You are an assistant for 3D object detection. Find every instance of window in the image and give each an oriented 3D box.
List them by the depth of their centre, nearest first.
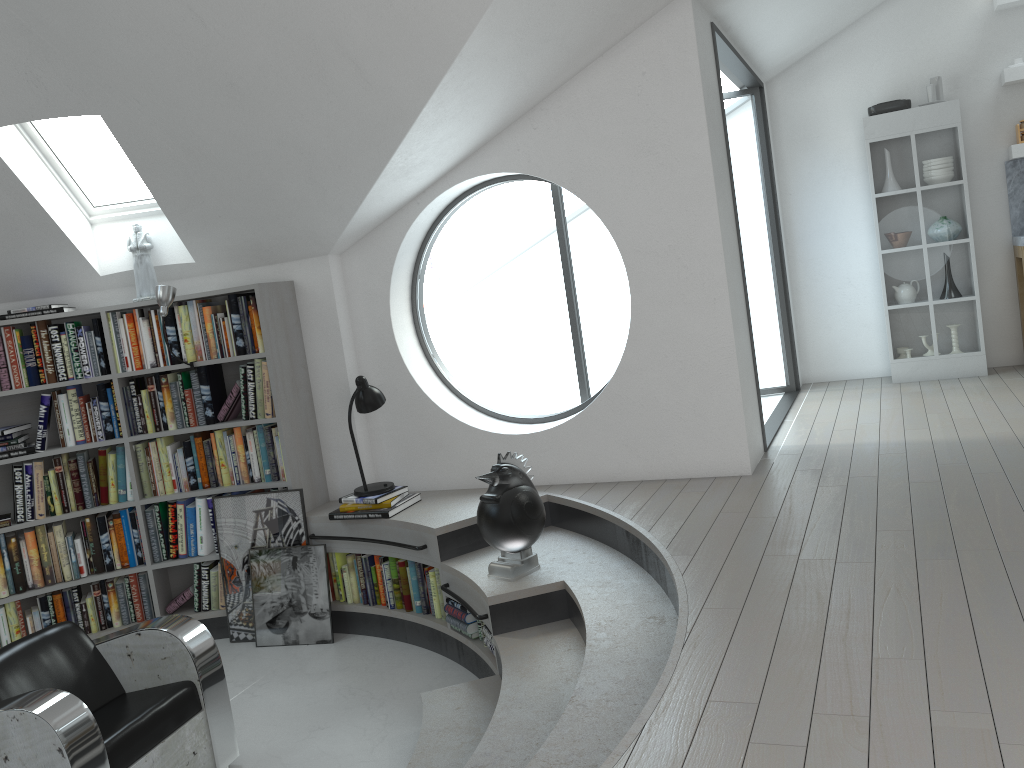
[{"bbox_3d":[-3.223,-1.010,3.709,1.930,0.711,4.070,-6,7,24],"label":"window"},{"bbox_3d":[0.071,-0.495,5.251,1.468,1.467,0.104,-6,5,24],"label":"window"}]

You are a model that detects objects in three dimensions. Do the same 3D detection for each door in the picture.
[{"bbox_3d":[1.531,-1.037,6.925,1.051,2.341,0.080,-8,5,9],"label":"door"}]

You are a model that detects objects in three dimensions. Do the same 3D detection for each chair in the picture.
[{"bbox_3d":[-1.669,1.358,3.459,0.740,0.718,0.826,-7,6,18],"label":"chair"}]

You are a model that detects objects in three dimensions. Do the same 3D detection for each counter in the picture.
[{"bbox_3d":[6.670,-1.631,5.242,6.567,0.618,0.965,-6,6,24],"label":"counter"}]

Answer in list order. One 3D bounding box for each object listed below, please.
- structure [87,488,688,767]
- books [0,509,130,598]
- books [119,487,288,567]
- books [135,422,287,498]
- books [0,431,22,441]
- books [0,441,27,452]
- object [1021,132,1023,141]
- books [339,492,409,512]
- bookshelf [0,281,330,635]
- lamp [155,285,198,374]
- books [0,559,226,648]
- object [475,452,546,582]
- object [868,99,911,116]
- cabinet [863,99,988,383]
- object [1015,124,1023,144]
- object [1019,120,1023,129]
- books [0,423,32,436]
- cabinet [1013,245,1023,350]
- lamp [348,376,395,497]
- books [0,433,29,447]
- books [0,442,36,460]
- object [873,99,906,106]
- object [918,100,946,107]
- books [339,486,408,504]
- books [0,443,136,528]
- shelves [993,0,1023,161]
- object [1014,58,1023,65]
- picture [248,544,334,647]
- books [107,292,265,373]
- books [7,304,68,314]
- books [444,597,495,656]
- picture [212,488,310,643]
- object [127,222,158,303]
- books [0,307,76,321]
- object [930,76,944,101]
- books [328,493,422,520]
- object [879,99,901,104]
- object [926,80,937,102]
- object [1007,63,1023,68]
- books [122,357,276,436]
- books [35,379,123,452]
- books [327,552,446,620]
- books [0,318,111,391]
[{"bbox_3d":[-1.598,1.364,3.354,4.717,0.691,4.713,-11,7,-21],"label":"structure"},{"bbox_3d":[-2.692,0.977,5.200,0.874,0.350,0.272,-11,6,-25],"label":"books"},{"bbox_3d":[-1.763,0.826,5.351,1.183,0.358,0.304,-8,5,5],"label":"books"},{"bbox_3d":[-1.748,0.439,5.328,1.020,0.347,0.276,-7,5,9],"label":"books"},{"bbox_3d":[-2.983,0.311,5.119,0.227,0.036,0.214,-10,6,-16],"label":"books"},{"bbox_3d":[-2.973,0.372,5.124,0.286,0.031,0.269,-12,7,-31],"label":"books"},{"bbox_3d":[3.701,-1.781,6.389,0.059,0.075,0.058,-13,7,-43],"label":"object"},{"bbox_3d":[-0.773,0.656,4.992,0.304,0.034,0.287,-7,6,14],"label":"books"},{"bbox_3d":[-2.965,0.734,3.845,2.106,1.876,4.349,-6,6,24],"label":"bookshelf"},{"bbox_3d":[-1.885,-0.307,5.044,0.112,0.524,0.276,-7,5,14],"label":"lamp"},{"bbox_3d":[-2.363,1.289,5.287,1.499,0.310,0.360,-10,6,-14],"label":"books"},{"bbox_3d":[-0.007,0.591,4.096,0.321,0.561,0.321,-9,5,-3],"label":"object"},{"bbox_3d":[2.821,-2.020,6.618,0.298,0.119,0.300,-6,6,24],"label":"object"},{"bbox_3d":[3.087,-1.040,6.645,0.641,1.985,0.362,-6,5,23],"label":"cabinet"},{"bbox_3d":[3.759,-1.811,6.359,0.237,0.146,0.121,-6,6,24],"label":"object"},{"bbox_3d":[3.688,-1.866,6.383,0.059,0.075,0.058,-13,7,-43],"label":"object"},{"bbox_3d":[-2.987,0.280,5.117,0.285,0.031,0.270,-8,6,4],"label":"books"},{"bbox_3d":[6.713,-0.813,5.315,6.420,1.019,1.007,-6,6,24],"label":"cabinet"},{"bbox_3d":[-0.808,0.279,4.993,0.233,0.659,0.324,-5,6,39],"label":"lamp"},{"bbox_3d":[-2.978,0.342,5.122,0.286,0.031,0.269,-10,6,-16],"label":"books"},{"bbox_3d":[-2.969,0.405,5.126,0.389,0.042,0.365,-11,7,-26],"label":"books"},{"bbox_3d":[2.820,-2.029,6.617,0.238,0.119,0.239,-6,6,24],"label":"object"},{"bbox_3d":[3.106,-2.045,6.498,0.296,0.025,0.150,-14,8,-42],"label":"object"},{"bbox_3d":[-0.778,0.624,4.990,0.285,0.031,0.270,-4,7,34],"label":"books"},{"bbox_3d":[-2.667,0.586,5.195,0.975,0.351,0.252,-11,6,-24],"label":"books"},{"bbox_3d":[6.176,-2.409,5.586,5.544,1.359,0.481,-6,5,18],"label":"shelves"},{"bbox_3d":[3.623,-2.292,6.338,0.058,0.061,0.057,-6,6,23],"label":"object"},{"bbox_3d":[-1.261,1.207,5.051,0.489,0.554,0.107,-7,5,14],"label":"picture"},{"bbox_3d":[-1.878,-0.315,5.265,1.013,0.361,0.293,-8,5,6],"label":"books"},{"bbox_3d":[-2.781,-0.438,5.207,0.247,0.027,0.234,-9,6,-4],"label":"books"},{"bbox_3d":[-0.092,1.143,4.199,0.240,0.167,0.665,-11,7,-25],"label":"books"},{"bbox_3d":[-1.430,1.059,5.150,0.578,0.861,0.091,-7,5,13],"label":"picture"},{"bbox_3d":[-2.182,-0.721,5.235,0.179,0.471,0.179,-5,6,33],"label":"object"},{"bbox_3d":[-2.777,-0.410,5.209,0.336,0.036,0.317,-10,6,-14],"label":"books"},{"bbox_3d":[3.131,-2.150,6.524,0.073,0.210,0.071,-13,6,-43],"label":"object"},{"bbox_3d":[-0.768,0.692,4.995,0.387,0.042,0.367,-6,7,24],"label":"books"},{"bbox_3d":[2.819,-2.038,6.616,0.170,0.119,0.171,-6,6,24],"label":"object"},{"bbox_3d":[3.053,-2.124,6.454,0.054,0.196,0.054,-12,6,-41],"label":"object"},{"bbox_3d":[3.693,-2.276,6.309,0.294,0.025,0.113,-6,7,24],"label":"object"},{"bbox_3d":[-1.811,0.062,5.292,1.051,0.357,0.280,-7,5,9],"label":"books"},{"bbox_3d":[-2.556,0.175,5.269,0.554,0.350,0.256,-10,5,-20],"label":"books"},{"bbox_3d":[-0.673,1.080,4.950,1.146,0.297,0.273,-4,7,38],"label":"books"},{"bbox_3d":[-2.844,-0.160,5.121,0.971,0.366,0.306,-11,6,-23],"label":"books"}]
